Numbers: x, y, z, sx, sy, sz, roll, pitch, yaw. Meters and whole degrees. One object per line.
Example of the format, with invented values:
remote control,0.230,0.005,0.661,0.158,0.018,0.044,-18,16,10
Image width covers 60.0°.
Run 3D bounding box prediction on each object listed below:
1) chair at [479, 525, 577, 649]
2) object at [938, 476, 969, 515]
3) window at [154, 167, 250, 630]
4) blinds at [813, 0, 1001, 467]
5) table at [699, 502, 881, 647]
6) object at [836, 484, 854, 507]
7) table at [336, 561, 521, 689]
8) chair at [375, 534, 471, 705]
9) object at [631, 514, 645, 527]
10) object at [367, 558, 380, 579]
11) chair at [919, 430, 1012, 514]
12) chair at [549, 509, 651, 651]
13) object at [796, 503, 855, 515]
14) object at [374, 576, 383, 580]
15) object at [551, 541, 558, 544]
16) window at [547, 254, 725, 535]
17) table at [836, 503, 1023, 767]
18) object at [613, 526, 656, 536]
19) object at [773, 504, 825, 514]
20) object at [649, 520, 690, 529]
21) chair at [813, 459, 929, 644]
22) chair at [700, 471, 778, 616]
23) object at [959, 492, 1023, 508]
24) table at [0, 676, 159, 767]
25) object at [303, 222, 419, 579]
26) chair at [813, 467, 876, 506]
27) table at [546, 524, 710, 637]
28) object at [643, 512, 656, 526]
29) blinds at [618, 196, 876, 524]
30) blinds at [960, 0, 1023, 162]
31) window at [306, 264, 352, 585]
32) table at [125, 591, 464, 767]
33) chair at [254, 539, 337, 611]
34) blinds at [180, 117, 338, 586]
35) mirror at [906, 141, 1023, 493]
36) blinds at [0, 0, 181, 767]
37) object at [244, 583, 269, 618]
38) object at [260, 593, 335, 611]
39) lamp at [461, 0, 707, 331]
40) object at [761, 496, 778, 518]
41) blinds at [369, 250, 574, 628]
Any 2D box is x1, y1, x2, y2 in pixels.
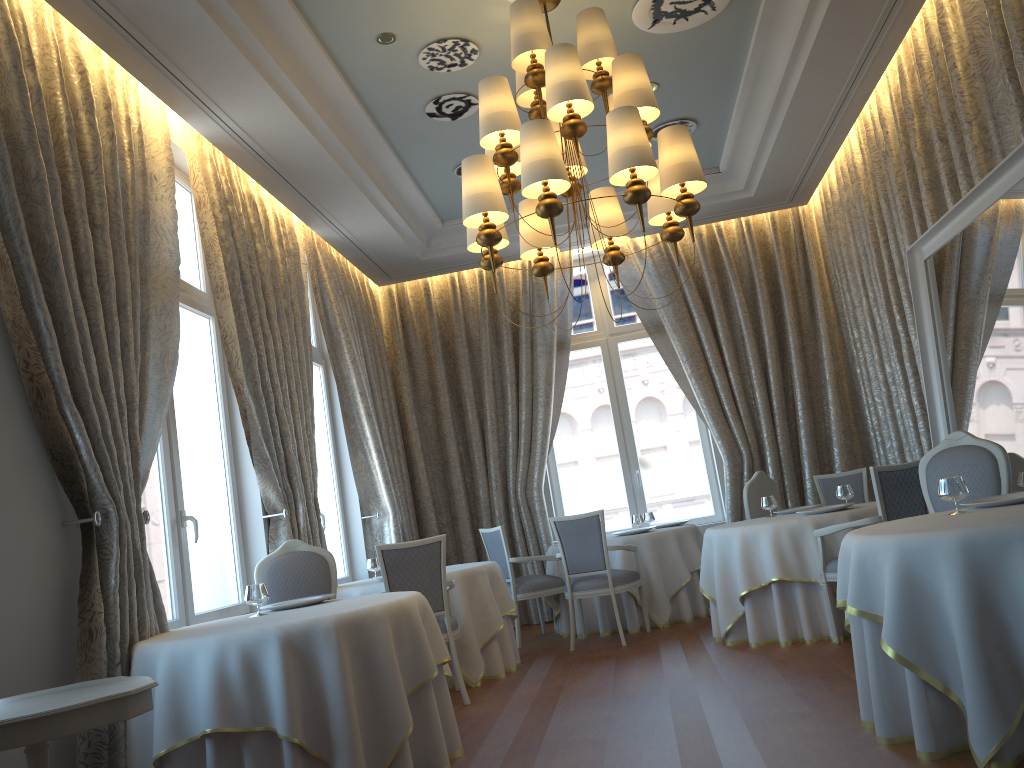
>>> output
chair,0.135,1.868,8.412,0.629,1.108,0.650,-4,-10,-28
object,2.025,0.511,4.060,0.128,0.165,0.128,-15,-11,36
window,-2.245,-0.072,5.796,0.259,3.306,1.882,-10,-9,6
blinds,3.348,-0.669,7.521,0.238,4.819,4.439,-10,-9,6
table,2.287,1.435,6.763,1.663,0.890,1.667,-12,-9,20
object,2.514,0.846,6.685,0.128,0.165,0.128,-10,-9,6
table,-0.767,1.975,7.118,1.667,0.890,1.663,-9,-9,0
chair,-0.674,1.628,6.068,0.650,1.108,0.629,-6,-9,-18
object,1.232,1.360,8.658,0.128,0.165,0.128,-10,-9,6
object,-1.150,1.545,7.438,0.128,0.165,0.128,-10,-9,6
chair,2.292,0.877,4.644,0.690,1.233,0.563,-3,-11,-33
chair,0.730,1.648,7.613,0.650,1.108,0.629,-12,-9,21
object,2.281,0.911,6.446,0.419,0.036,0.419,-10,-9,5
object,-0.838,1.449,6.727,0.419,0.036,0.419,-10,-9,5
object,0.589,1.532,8.690,0.419,0.036,0.419,-10,-9,5
window,1.218,0.086,10.292,1.881,3.306,0.196,-10,-9,6
table,2.253,0.961,3.710,1.663,0.890,1.667,-8,-9,-5
object,1.148,1.388,8.337,0.419,0.036,0.419,-10,-9,5
object,2.352,1.027,7.255,0.419,0.036,0.419,-10,-9,5
object,1.563,1.390,8.768,0.419,0.036,0.419,-10,-9,5
chair,2.435,1.094,5.806,0.650,1.108,0.629,-5,-10,-23
chair,2.121,1.458,8.167,0.563,1.233,0.690,-1,-12,-43
object,2.343,0.546,4.184,0.419,0.036,0.419,-10,-9,5
table,-1.595,1.494,3.022,0.761,0.801,0.760,0,-12,-44
object,-1.435,0.404,9.119,0.386,4.901,2.121,-10,-9,6
chair,2.994,1.334,7.892,0.650,1.108,0.629,-13,-10,26
table,1.164,1.919,8.708,1.667,0.890,1.663,-13,-10,25
object,1.404,1.396,9.063,0.128,0.165,0.128,-10,-9,6
blinds,2.533,-0.175,9.728,2.476,4.901,0.386,-10,-9,6
blinds,2.772,-1.253,3.227,0.238,4.819,4.439,-10,-9,6
window,-1.961,0.254,8.156,0.196,3.306,1.881,-10,-9,6
table,-1.122,1.623,4.527,1.663,0.890,1.667,-8,-9,-5
chair,-1.246,1.552,5.379,0.563,1.233,0.690,-6,-9,-18
blinds,-1.792,0.077,6.983,0.335,4.969,2.257,-10,-9,6
mirror,2.913,0.125,5.229,0.385,2.564,2.251,-10,-9,6
blinds,-2.140,-0.248,4.571,0.315,4.930,2.204,-10,-9,6
object,-1.356,1.150,4.721,0.128,0.165,0.128,-7,-9,-11
object,-1.207,1.237,5.007,0.419,0.036,0.419,-10,-9,5
lamp,0.331,-1.439,5.230,1.373,2.121,1.373,0,-13,-46
object,2.070,0.985,7.122,0.128,0.165,0.128,-10,-9,6
blinds,-0.282,0.320,10.044,2.535,4.901,0.386,-10,-9,6
